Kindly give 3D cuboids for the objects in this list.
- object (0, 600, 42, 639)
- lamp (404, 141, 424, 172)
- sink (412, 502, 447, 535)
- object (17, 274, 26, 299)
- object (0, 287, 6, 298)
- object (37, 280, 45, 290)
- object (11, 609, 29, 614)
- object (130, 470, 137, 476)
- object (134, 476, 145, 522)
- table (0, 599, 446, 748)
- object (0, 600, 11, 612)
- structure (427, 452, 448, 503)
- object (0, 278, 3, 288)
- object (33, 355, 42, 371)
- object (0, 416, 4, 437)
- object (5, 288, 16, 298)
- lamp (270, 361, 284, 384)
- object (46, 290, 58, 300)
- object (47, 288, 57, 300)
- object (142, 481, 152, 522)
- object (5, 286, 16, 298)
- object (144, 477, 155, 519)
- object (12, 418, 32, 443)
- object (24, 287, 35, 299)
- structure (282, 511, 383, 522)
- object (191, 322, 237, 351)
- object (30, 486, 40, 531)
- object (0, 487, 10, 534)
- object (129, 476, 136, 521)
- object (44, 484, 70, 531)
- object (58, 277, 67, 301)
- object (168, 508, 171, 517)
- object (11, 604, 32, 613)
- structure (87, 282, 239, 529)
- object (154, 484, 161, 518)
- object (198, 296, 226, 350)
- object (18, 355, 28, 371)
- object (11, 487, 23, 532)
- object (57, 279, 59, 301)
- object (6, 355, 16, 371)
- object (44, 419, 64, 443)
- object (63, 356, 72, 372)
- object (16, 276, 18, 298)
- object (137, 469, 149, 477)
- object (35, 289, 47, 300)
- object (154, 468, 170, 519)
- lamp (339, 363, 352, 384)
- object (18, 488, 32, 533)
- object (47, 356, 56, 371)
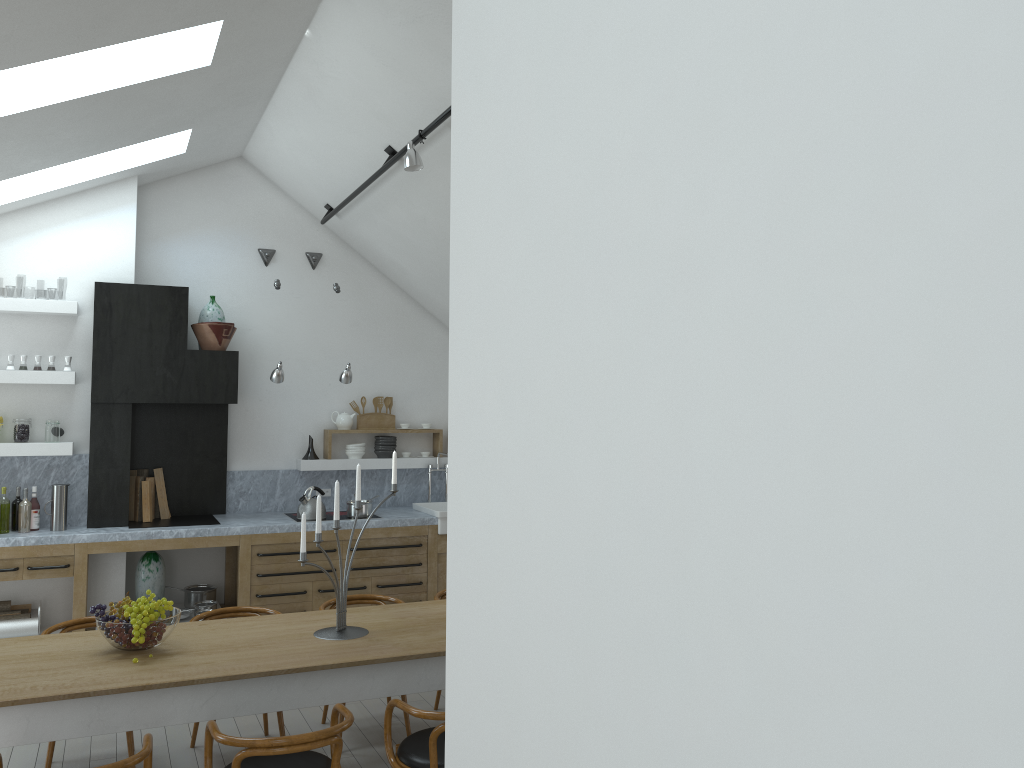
[{"bbox_3d":[-3.711,1.722,6.419,0.527,0.232,0.428,1,-2,-27],"label":"object"},{"bbox_3d":[-0.575,-1.342,5.201,0.112,0.175,0.114,-1,-3,29],"label":"lamp"},{"bbox_3d":[-0.313,1.201,8.061,1.020,0.202,0.726,1,-2,-24],"label":"sink"},{"bbox_3d":[-3.688,-0.726,6.660,0.063,0.187,0.063,-2,-4,34],"label":"object"},{"bbox_3d":[-3.842,-0.677,6.637,0.077,0.085,0.077,0,-3,8],"label":"object"},{"bbox_3d":[-3.622,-0.713,6.809,0.048,0.169,0.048,1,-3,-16],"label":"object"},{"bbox_3d":[-3.767,1.699,6.456,0.435,0.080,0.114,1,-2,-27],"label":"object"},{"bbox_3d":[-3.145,0.926,7.349,0.068,0.426,0.088,1,-3,-10],"label":"object"},{"bbox_3d":[-3.030,0.934,7.206,0.068,0.368,0.131,1,-3,-10],"label":"object"},{"bbox_3d":[-0.936,1.612,4.273,3.347,0.800,1.017,1,-2,-24],"label":"table"},{"bbox_3d":[-3.787,1.627,6.401,0.291,0.102,0.104,1,-3,-27],"label":"object"},{"bbox_3d":[-0.616,0.902,8.249,0.214,0.530,0.332,3,-4,-44],"label":"structure"},{"bbox_3d":[-3.875,-0.718,6.696,0.048,0.169,0.048,1,-3,-16],"label":"object"},{"bbox_3d":[-3.600,-0.156,6.729,0.067,0.124,0.064,2,-3,-30],"label":"object"},{"bbox_3d":[-3.867,0.339,6.581,0.163,0.199,0.128,2,-3,-29],"label":"object"},{"bbox_3d":[-3.805,-0.679,6.721,0.094,0.093,0.093,0,-2,8],"label":"object"},{"bbox_3d":[-1.906,-0.092,7.180,0.115,0.178,0.164,1,-2,-6],"label":"lamp"},{"bbox_3d":[-3.552,-0.674,6.835,0.094,0.093,0.093,0,-2,8],"label":"object"},{"bbox_3d":[-3.505,-0.678,6.757,0.071,0.099,0.071,-1,-3,30],"label":"object"},{"bbox_3d":[-2.947,0.951,7.160,0.081,0.336,0.148,2,-4,-34],"label":"object"},{"bbox_3d":[-3.759,-0.683,6.643,0.071,0.099,0.071,-1,-3,30],"label":"object"},{"bbox_3d":[-2.981,0.949,7.275,0.072,0.367,0.130,1,-3,-6],"label":"object"},{"bbox_3d":[-3.686,0.349,6.665,0.120,0.183,0.120,1,-3,-9],"label":"object"},{"bbox_3d":[-3.674,-0.683,6.745,0.082,0.105,0.081,-1,-3,34],"label":"object"},{"bbox_3d":[-1.545,1.153,7.618,0.737,0.041,0.647,1,-2,-24],"label":"structure"},{"bbox_3d":[-2.459,-0.380,7.297,0.348,0.237,0.366,1,-2,-7],"label":"object"},{"bbox_3d":[-3.581,0.934,6.638,0.081,0.330,0.081,0,-3,3],"label":"object"},{"bbox_3d":[-3.724,0.925,6.488,0.092,0.340,0.091,1,-3,-6],"label":"object"},{"bbox_3d":[-3.088,0.927,7.196,0.057,0.360,0.074,1,-3,-10],"label":"object"},{"bbox_3d":[-3.412,0.927,6.648,0.164,0.340,0.114,1,-3,-21],"label":"object"},{"bbox_3d":[-3.434,-0.722,6.774,0.063,0.187,0.063,-2,-4,34],"label":"object"},{"bbox_3d":[-2.911,0.999,7.423,0.113,0.252,0.057,1,-3,-21],"label":"object"},{"bbox_3d":[-3.783,1.677,6.535,0.422,0.073,0.071,1,-3,-27],"label":"object"},{"bbox_3d":[-2.849,0.174,7.260,1.075,1.888,0.779,2,-3,-24],"label":"structure"},{"bbox_3d":[-2.993,0.988,7.407,0.110,0.296,0.104,-2,-4,41],"label":"object"},{"bbox_3d":[-2.577,-0.507,7.610,0.231,0.504,0.230,-1,-3,17],"label":"object"},{"bbox_3d":[-3.680,-0.158,6.678,0.067,0.124,0.064,2,-3,-30],"label":"object"},{"bbox_3d":[-3.684,0.932,6.608,0.085,0.331,0.085,1,-3,-16],"label":"object"},{"bbox_3d":[-3.476,-0.717,6.822,0.054,0.179,0.054,-2,-4,42],"label":"object"},{"bbox_3d":[-3.764,-0.159,6.657,0.067,0.124,0.064,2,-3,-30],"label":"object"},{"bbox_3d":[-3.491,0.356,6.755,0.103,0.178,0.207,0,-2,-2],"label":"object"},{"bbox_3d":[-3.410,-0.153,6.805,0.067,0.124,0.064,2,-3,-30],"label":"object"},{"bbox_3d":[-3.729,-0.721,6.708,0.054,0.179,0.054,-2,-4,42],"label":"object"},{"bbox_3d":[-3.076,0.939,7.370,0.089,0.459,0.110,2,-3,-24],"label":"object"},{"bbox_3d":[-3.588,-0.672,6.750,0.077,0.085,0.077,0,-3,8],"label":"object"},{"bbox_3d":[-2.898,0.909,7.347,0.148,0.428,0.078,0,-3,11],"label":"object"},{"bbox_3d":[-1.377,-0.087,7.414,0.112,0.176,0.168,2,-3,-32],"label":"lamp"},{"bbox_3d":[-3.586,0.932,6.528,0.085,0.331,0.085,1,-3,-16],"label":"object"},{"bbox_3d":[-3.511,-0.154,6.760,0.067,0.124,0.064,2,-3,-30],"label":"object"}]
